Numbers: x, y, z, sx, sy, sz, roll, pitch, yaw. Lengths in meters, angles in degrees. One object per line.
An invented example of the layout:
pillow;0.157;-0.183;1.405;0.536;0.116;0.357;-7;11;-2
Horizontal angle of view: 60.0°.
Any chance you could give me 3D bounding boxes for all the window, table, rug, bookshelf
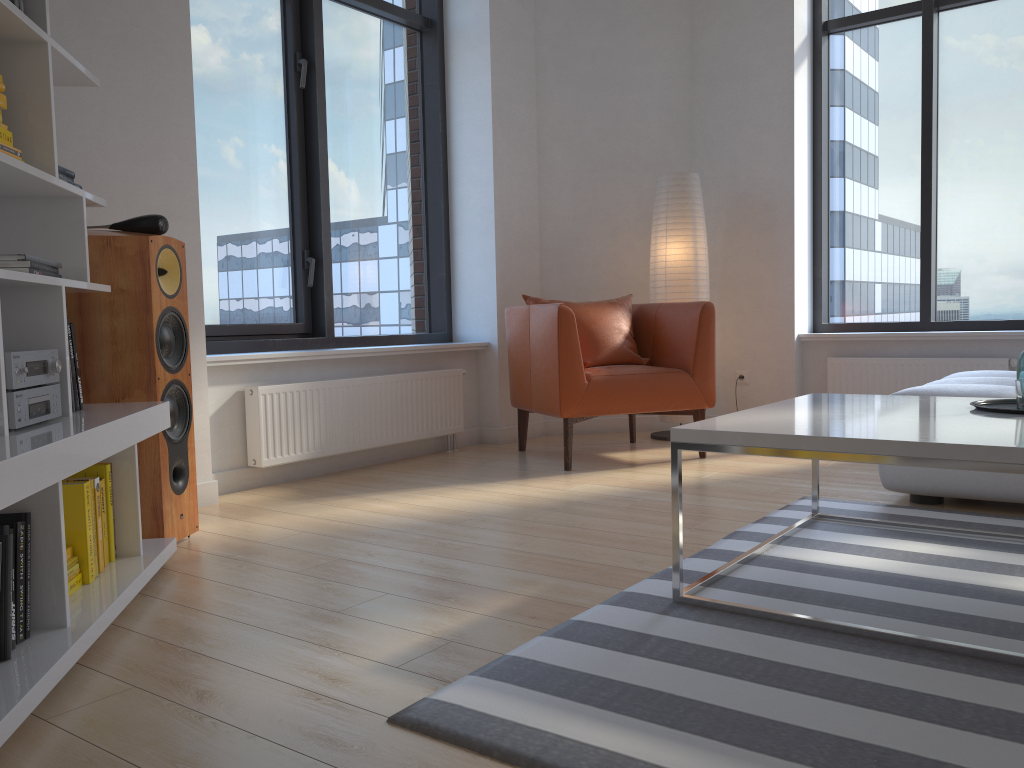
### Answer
window;2.431;-1.508;5.157;1.310;2.402;0.170;2;5;36
window;-1.032;-1.381;4.547;0.170;2.402;1.960;2;5;36
table;1.153;0.297;2.292;1.091;0.435;1.091;2;5;36
rug;1.118;0.537;2.047;1.662;0.016;2.326;1;5;36
bookshelf;-1.052;-0.369;1.143;0.455;2.052;3.000;-2;4;-9

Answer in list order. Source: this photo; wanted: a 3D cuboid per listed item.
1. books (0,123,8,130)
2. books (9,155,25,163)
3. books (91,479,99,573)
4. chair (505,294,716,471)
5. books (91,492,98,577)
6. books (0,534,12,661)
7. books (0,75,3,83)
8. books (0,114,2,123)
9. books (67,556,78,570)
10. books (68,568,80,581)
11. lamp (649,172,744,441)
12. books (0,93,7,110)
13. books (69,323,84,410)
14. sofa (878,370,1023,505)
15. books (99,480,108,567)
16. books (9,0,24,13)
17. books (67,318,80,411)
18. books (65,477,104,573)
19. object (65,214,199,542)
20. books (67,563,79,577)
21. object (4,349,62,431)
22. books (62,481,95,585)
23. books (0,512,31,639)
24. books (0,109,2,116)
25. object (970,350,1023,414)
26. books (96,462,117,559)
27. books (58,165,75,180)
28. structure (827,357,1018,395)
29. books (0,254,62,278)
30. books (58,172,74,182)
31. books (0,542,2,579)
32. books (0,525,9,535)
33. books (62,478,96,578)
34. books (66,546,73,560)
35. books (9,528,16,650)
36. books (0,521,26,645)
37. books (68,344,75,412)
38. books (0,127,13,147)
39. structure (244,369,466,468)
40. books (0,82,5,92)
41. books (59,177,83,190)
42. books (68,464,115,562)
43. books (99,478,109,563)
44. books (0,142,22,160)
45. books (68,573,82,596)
books;-1.290;-0.600;1.992;0.189;0.014;0.251;-2;4;-5
books;-1.262;-0.514;2.007;0.194;0.028;0.257;-2;4;-4
books;-1.178;0.377;2.302;0.180;0.251;0.019;-2;4;-9
chair;0.476;-0.055;4.687;0.896;0.858;0.843;-3;4;-21
books;-1.156;0.390;2.285;0.156;0.229;0.024;-2;4;-9
books;-1.067;0.421;1.730;0.172;0.242;0.069;-2;4;-8
books;-1.289;-0.715;2.000;0.163;0.023;0.223;-2;4;-4
books;-1.269;-0.618;1.985;0.145;0.023;0.217;-2;4;-4
books;-1.140;0.446;2.121;0.134;0.014;0.187;-2;4;-9
books;-1.143;0.475;2.122;0.148;0.011;0.196;-2;4;-8
lamp;1.221;-0.454;5.213;0.804;1.550;0.502;-2;4;-3
books;-1.289;-0.664;2.002;0.176;0.033;0.239;-2;4;-5
books;-1.275;-0.044;2.413;0.177;0.242;0.066;-2;4;-9
sofa;2.119;0.147;2.142;2.614;0.732;3.424;2;5;36
books;-1.186;0.380;2.383;0.172;0.234;0.024;-2;4;-9
books;-1.306;-1.010;2.096;0.259;0.321;0.128;-2;4;-9
books;-1.278;-0.047;2.382;0.193;0.255;0.066;-2;4;-9
books;-1.180;0.375;2.329;0.185;0.250;0.035;-2;4;-9
object;-1.314;-0.002;2.916;0.434;1.088;0.290;-1;4;6
books;-1.123;0.461;2.118;0.113;0.018;0.169;-2;4;-7
object;-1.225;0.013;2.050;0.270;0.174;0.285;-2;4;-9
books;-1.168;0.379;2.233;0.198;0.255;0.044;-2;4;-9
books;-1.111;0.404;1.845;0.197;0.260;0.066;-2;4;-9
books;-1.289;-0.638;1.993;0.171;0.019;0.239;-2;4;-9
object;1.407;-0.065;2.364;0.330;0.265;0.330;-4;5;-29
books;-1.217;0.357;2.459;0.213;0.270;0.025;-2;4;-9
books;-1.294;-0.574;2.370;0.161;0.023;0.213;-2;4;-5
structure;2.298;0.082;4.982;1.015;0.460;0.110;2;5;36
books;-1.285;-0.284;2.195;0.250;0.047;0.310;-2;4;-13
books;-1.278;-0.556;2.372;0.142;0.015;0.198;-2;4;-10
books;-1.074;0.426;1.695;0.169;0.233;0.081;-2;4;-10
books;-1.096;0.413;1.749;0.192;0.254;0.075;-2;4;-10
books;-1.174;0.375;2.262;0.199;0.263;0.015;-2;4;-9
books;-1.152;0.427;2.114;0.138;0.026;0.186;-2;4;-9
books;-1.094;0.418;1.777;0.179;0.243;0.068;-2;4;-10
books;-1.104;0.411;1.812;0.191;0.249;0.084;-2;4;-9
books;-1.263;-0.040;2.356;0.169;0.242;0.050;-2;4;-9
books;-1.276;-0.572;1.999;0.189;0.042;0.243;-2;4;-9
structure;-0.710;0.189;4.485;0.110;0.460;1.474;2;5;36
books;-1.291;-0.692;1.993;0.160;0.022;0.227;-1;4;7
books;-1.275;-0.537;2.374;0.161;0.023;0.213;-2;4;-5
books;-1.204;0.359;2.434;0.204;0.270;0.029;-2;4;-9
books;-1.194;0.378;2.408;0.172;0.234;0.024;-2;4;-9
books;-1.270;-0.539;2.001;0.203;0.024;0.257;-2;4;-6
books;-1.138;0.498;2.123;0.147;0.033;0.190;-2;4;-9
